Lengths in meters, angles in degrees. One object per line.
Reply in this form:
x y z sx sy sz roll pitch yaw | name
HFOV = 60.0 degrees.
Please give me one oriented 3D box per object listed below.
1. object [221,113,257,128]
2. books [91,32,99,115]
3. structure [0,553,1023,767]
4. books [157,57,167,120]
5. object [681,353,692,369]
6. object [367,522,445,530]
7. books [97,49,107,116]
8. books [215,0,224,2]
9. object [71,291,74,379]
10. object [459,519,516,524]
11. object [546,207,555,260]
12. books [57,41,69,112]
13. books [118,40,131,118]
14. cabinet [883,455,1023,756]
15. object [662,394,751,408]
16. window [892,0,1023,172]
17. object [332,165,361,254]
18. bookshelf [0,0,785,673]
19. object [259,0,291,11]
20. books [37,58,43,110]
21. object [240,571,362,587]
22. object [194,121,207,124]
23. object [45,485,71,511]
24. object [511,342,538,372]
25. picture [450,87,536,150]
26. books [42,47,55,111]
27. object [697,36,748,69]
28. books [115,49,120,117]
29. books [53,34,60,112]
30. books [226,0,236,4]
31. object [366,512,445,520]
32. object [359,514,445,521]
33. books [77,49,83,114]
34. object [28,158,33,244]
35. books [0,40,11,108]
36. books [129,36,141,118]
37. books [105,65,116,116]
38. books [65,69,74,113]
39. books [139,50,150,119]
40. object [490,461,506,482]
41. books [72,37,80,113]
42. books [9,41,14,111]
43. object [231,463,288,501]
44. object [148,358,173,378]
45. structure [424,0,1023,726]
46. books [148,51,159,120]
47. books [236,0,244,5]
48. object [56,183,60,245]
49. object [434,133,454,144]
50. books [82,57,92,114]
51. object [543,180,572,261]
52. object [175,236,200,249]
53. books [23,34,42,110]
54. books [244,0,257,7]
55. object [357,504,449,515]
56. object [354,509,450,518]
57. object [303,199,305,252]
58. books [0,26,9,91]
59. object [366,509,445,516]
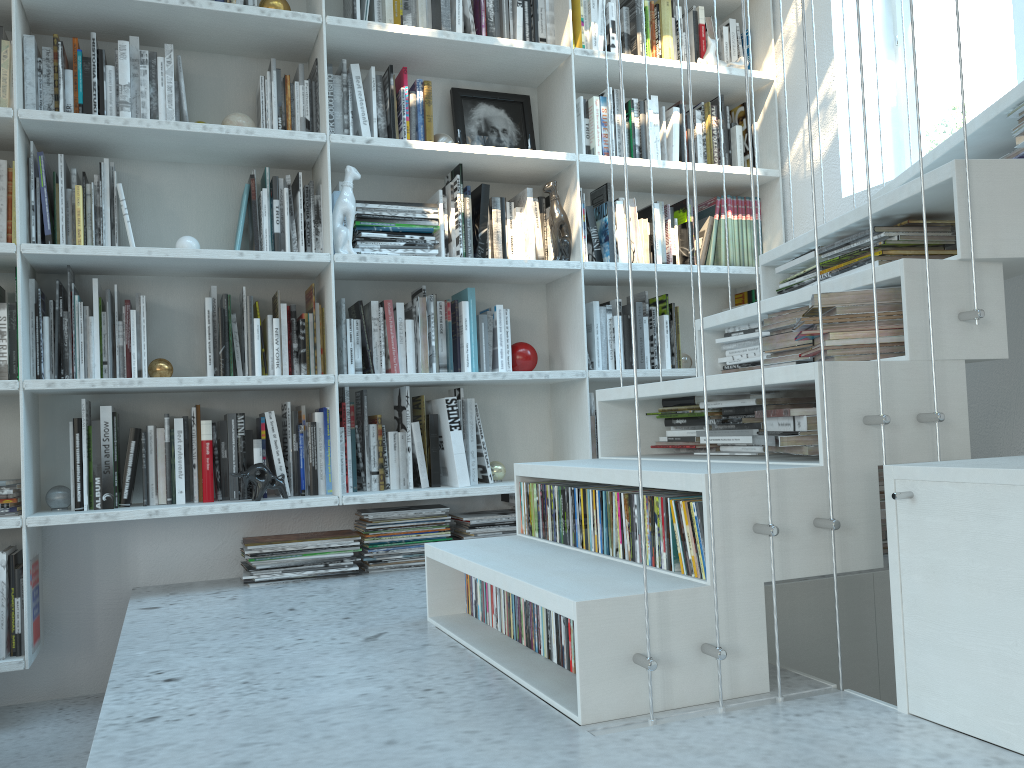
-0.864 -0.800 2.807 0.111 0.113 0.111 0 -4 -43 | object
-1.243 -0.877 2.653 0.014 0.280 0.177 -2 -3 -21 | books
0.191 0.841 1.604 2.899 0.659 3.114 -1 -3 -21 | structure
-1.077 -0.856 2.730 0.021 0.232 0.183 -2 -3 -21 | books
0.641 -0.079 3.327 0.071 0.072 0.071 -4 -3 28 | object
-0.368 0.464 2.943 0.254 0.006 0.161 -1 -3 -21 | object
-1.227 -0.855 2.664 0.022 0.237 0.164 -2 -3 -21 | books
-0.932 -1.216 2.806 0.030 0.213 0.157 -2 -3 -21 | books
-1.295 -0.132 2.629 0.007 0.266 0.135 -2 -3 -21 | object
-0.021 0.463 3.078 0.327 0.008 0.207 -1 -3 -21 | object
0.111 -0.504 3.166 0.022 0.211 0.179 -2 -3 -21 | object
-1.327 -0.858 2.629 0.014 0.247 0.176 -2 -3 -21 | books
-1.166 -0.870 2.678 0.030 0.263 0.182 -2 -3 -21 | books
0.972 0.417 0.929 0.551 0.667 0.993 -1 -3 -21 | cabinet
0.484 0.041 2.214 0.161 0.025 0.174 -2 -3 -17 | object
1.549 -1.289 2.633 0.042 1.225 1.118 -2 -3 -21 | window
-0.517 -0.535 2.756 0.087 0.288 0.075 -3 -2 14 | object
-1.962 -0.265 2.295 6.296 3.141 0.330 -1 -3 -21 | bookshelf
-0.745 -1.169 2.786 0.100 0.101 0.100 0 -4 -43 | object
-1.389 -0.837 2.630 0.013 0.210 0.140 -2 -3 -21 | books
-0.669 0.607 2.805 0.345 0.007 0.193 -1 -3 -26 | object
-0.962 -0.778 2.743 0.068 0.068 0.068 0 -4 -43 | object
-1.305 0.329 2.557 0.071 0.072 0.071 -4 -3 28 | object
0.032 -0.088 3.089 0.115 0.116 0.115 0 -4 -43 | object
-0.063 -0.910 3.187 0.300 0.299 0.077 -1 -3 -21 | picture
-1.368 -0.853 2.635 0.030 0.242 0.138 -2 -3 -21 | books
0.782 -1.224 3.331 0.203 0.137 0.095 -2 -2 -5 | object
-1.194 -0.865 2.693 0.011 0.256 0.131 -2 -3 -21 | books
-1.347 -0.872 2.639 0.014 0.278 0.154 -2 -3 -21 | books
-0.889 -1.229 2.811 0.054 0.235 0.171 -2 -3 -21 | books
-0.367 0.432 2.945 0.254 0.006 0.161 -1 -3 -21 | object
-0.366 0.437 2.945 0.254 0.006 0.161 -1 -3 -21 | object
-1.285 -0.853 2.654 0.013 0.236 0.157 -2 -3 -21 | books
-1.403 -0.505 2.607 0.013 0.283 0.135 -2 -3 -21 | object
-1.453 -0.846 2.567 0.028 0.229 0.177 -2 -3 -21 | books
-1.149 -0.885 2.713 0.027 0.295 0.159 -2 -3 -21 | books
-1.207 -0.834 2.680 0.025 0.194 0.171 -2 -3 -21 | books
-1.313 -0.823 2.645 0.021 0.179 0.136 -2 -3 -21 | books
-1.119 -0.861 2.708 0.025 0.244 0.183 -2 -3 -21 | books
-0.057 0.302 3.057 0.071 0.072 0.071 -4 -3 28 | object
-1.305 -0.875 2.669 0.014 0.284 0.135 -2 -3 -21 | books
-1.441 -0.850 2.589 0.026 0.238 0.173 -2 -3 -21 | books
-0.743 0.289 2.618 0.160 0.114 0.064 -1 -3 -34 | object
-1.061 -0.042 2.677 0.071 0.072 0.071 -4 -3 28 | object
0.384 -0.877 1.365 2.613 3.380 1.955 -1 -3 -21 | structure
-1.104 -0.869 2.736 0.024 0.262 0.133 -2 -3 -21 | books
-0.870 -1.219 2.827 0.048 0.216 0.182 -2 -3 -21 | books
-1.328 -0.470 2.617 0.013 0.208 0.140 -2 -3 -21 | object
-0.241 -0.806 3.019 0.091 0.092 0.091 -4 -3 28 | object
-1.267 -0.843 2.662 0.026 0.215 0.161 -2 -3 -21 | books
0.158 -0.549 3.038 0.087 0.288 0.075 -3 -2 14 | object
-0.983 -0.413 2.691 0.071 0.072 0.071 -4 -3 28 | object
-1.399 -0.859 2.598 0.028 0.251 0.190 -2 -3 -21 | books
-0.843 -1.225 2.857 0.026 0.229 0.140 -2 -3 -21 | books
-0.363 0.415 2.935 0.285 0.005 0.159 -2 -3 -16 | object
-0.367 0.426 2.946 0.285 0.005 0.159 -1 -3 -21 | object
-0.690 -0.483 2.886 0.014 0.207 0.130 -2 -3 -21 | object
-1.476 -0.869 2.577 0.025 0.277 0.173 -2 -3 -21 | books
-0.366 0.421 2.944 0.254 0.006 0.161 -1 -3 -20 | object
